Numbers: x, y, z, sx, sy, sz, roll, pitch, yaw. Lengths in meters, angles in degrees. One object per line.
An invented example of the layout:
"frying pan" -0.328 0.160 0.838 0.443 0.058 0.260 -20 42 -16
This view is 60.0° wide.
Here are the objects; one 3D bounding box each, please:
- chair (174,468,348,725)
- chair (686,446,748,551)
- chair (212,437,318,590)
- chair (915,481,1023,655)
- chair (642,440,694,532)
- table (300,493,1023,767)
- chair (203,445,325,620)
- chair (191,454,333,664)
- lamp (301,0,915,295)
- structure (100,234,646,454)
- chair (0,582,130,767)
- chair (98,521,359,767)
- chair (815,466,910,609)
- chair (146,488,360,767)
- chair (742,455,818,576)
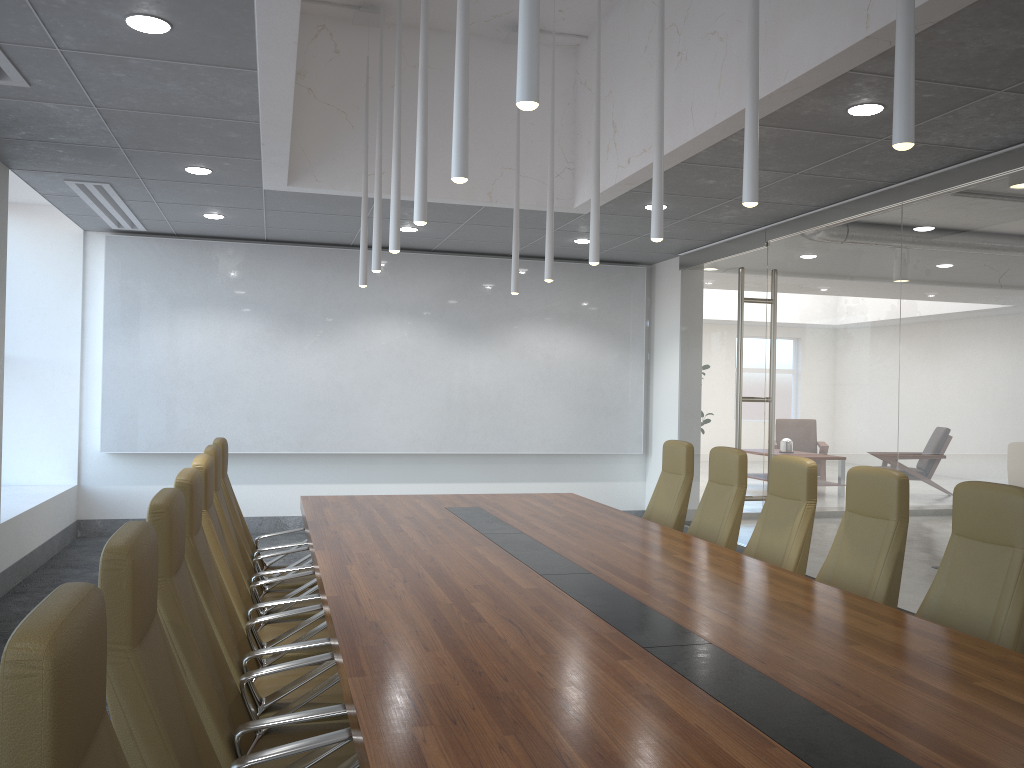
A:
"chair" -0.996 1.081 3.948 0.955 1.406 0.711 1 0 -15
"chair" 1.098 1.140 6.172 0.955 1.406 0.711 1 0 -15
"chair" -1.620 1.085 6.252 0.955 1.406 0.711 1 0 -15
"chair" 1.726 1.136 3.852 0.955 1.406 0.711 1 0 -15
"chair" 0.889 1.142 6.944 0.955 1.406 0.711 1 0 -15
"table" 0.252 1.364 4.275 2.300 0.895 6.500 1 0 -15
"chair" -1.412 1.084 5.483 0.955 1.406 0.711 1 0 -15
"chair" -1.209 1.083 4.734 0.955 1.406 0.711 1 0 -15
"lamp" 0.321 -1.996 4.299 2.619 2.378 7.258 1 0 -15
"structure" 0.340 -0.395 4.306 6.600 2.466 13.989 1 0 -15
"chair" -0.370 1.077 1.634 0.955 1.406 0.711 1 0 -15
"chair" -0.575 1.079 2.391 0.955 1.406 0.711 1 0 -15
"chair" 1.517 1.138 4.624 0.955 1.406 0.711 1 0 -15
"chair" -0.786 1.080 3.172 0.955 1.406 0.711 1 0 -15
"chair" 1.310 1.139 5.391 0.955 1.406 0.711 1 0 -15
